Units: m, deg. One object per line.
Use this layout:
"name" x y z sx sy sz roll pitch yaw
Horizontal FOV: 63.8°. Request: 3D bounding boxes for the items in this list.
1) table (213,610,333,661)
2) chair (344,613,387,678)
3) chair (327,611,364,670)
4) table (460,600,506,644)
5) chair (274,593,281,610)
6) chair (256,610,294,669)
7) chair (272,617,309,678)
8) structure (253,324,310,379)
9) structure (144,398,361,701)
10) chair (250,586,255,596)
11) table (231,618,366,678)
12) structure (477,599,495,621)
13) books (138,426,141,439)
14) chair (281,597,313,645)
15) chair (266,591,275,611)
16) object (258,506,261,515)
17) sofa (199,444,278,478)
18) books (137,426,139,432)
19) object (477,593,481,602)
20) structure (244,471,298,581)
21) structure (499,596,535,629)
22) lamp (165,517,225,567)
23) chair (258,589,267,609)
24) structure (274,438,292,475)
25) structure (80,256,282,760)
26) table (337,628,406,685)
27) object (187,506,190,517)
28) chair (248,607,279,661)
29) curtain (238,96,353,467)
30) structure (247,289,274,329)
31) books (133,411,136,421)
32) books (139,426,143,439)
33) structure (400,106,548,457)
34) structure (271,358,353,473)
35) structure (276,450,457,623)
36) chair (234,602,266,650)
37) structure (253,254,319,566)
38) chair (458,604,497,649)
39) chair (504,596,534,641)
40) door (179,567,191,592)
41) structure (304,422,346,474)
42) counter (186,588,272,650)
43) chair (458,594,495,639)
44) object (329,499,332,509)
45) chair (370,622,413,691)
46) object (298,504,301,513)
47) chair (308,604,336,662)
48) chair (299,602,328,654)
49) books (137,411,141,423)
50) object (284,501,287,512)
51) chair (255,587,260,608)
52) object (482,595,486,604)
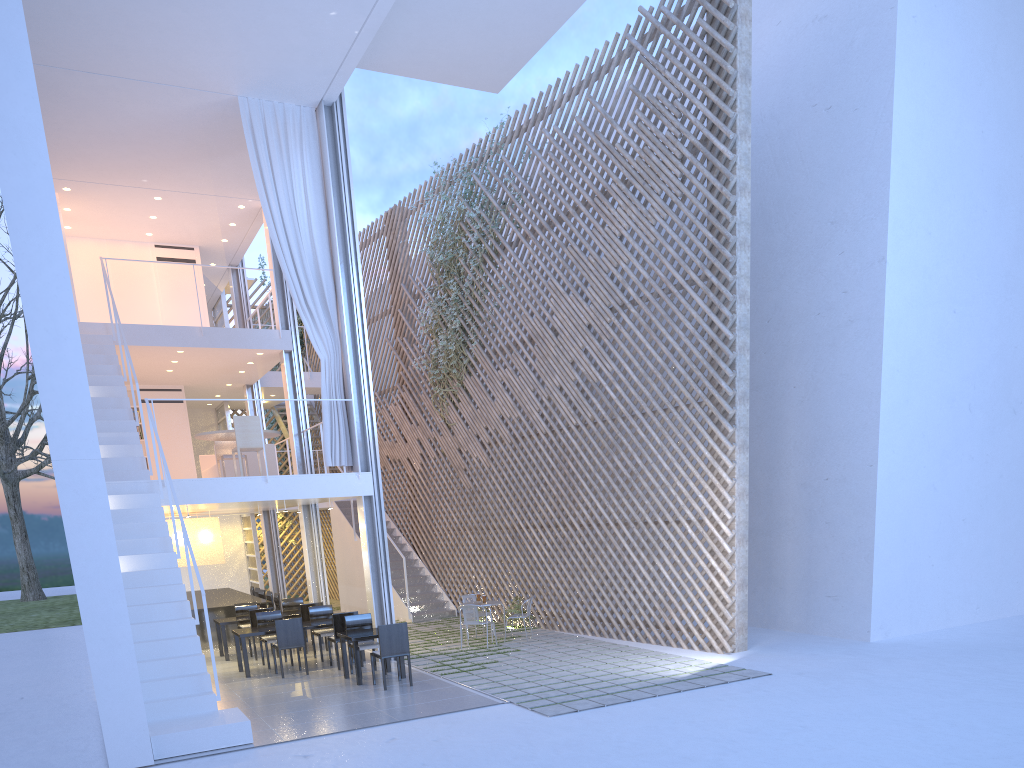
"table" -2.039 2.142 7.066 0.903 0.341 0.347 -1 0 -26
"chair" -1.021 1.826 5.741 0.188 0.456 0.231 -8 10 -27
"chair" -1.251 1.899 6.117 0.188 0.456 0.231 -8 10 -27
"table" -0.246 2.007 6.938 0.350 0.346 0.335 -3 2 25
"chair" -2.399 2.273 8.065 0.235 0.457 0.183 -7 10 -25
"chair" -1.831 1.971 6.348 0.188 0.456 0.231 -8 10 -27
"chair" -1.614 1.894 5.939 0.188 0.456 0.231 -8 10 -27
"structure" -2.307 -0.351 9.248 1.124 0.590 0.026 -1 11 -26
"structure" -1.349 0.900 5.092 1.340 1.859 1.414 -6 6 -27
"chair" -3.010 2.495 9.251 0.236 0.457 0.183 -7 10 -25
"table" -1.607 1.989 6.252 0.903 0.341 0.347 -1 0 -26
"structure" -0.273 2.255 8.186 0.263 0.270 0.258 -4 3 -20
"books" -3.927 0.518 8.665 0.011 0.151 0.084 -10 10 -29
"chair" -1.923 2.137 7.384 0.188 0.456 0.231 -8 10 -27
"chair" -2.551 2.328 8.361 0.234 0.457 0.184 -8 11 -28
"object" -2.130 1.063 6.923 0.029 0.082 0.027 -6 11 -16
"sofa" -2.479 0.779 7.433 0.492 0.378 0.983 -3 -5 -28
"books" -3.936 0.520 8.660 0.010 0.147 0.087 -10 9 -29
"object" -0.283 1.813 6.989 0.032 0.080 0.029 0 10 17
"structure" -3.210 2.052 11.290 1.121 2.080 0.279 -7 13 -25
"structure" 0.041 2.114 7.622 0.287 0.336 0.315 -7 4 -42
"lamp" -3.363 1.609 8.399 0.440 0.434 2.304 -5 -6 -28
"chair" -2.717 2.384 8.652 0.234 0.457 0.185 -8 11 -31
"structure" -2.336 0.877 8.408 0.027 0.569 1.699 -10 -2 -29
"structure" -1.887 0.408 5.518 1.691 3.432 3.616 -8 3 -28
"table" -0.952 1.847 5.601 0.353 0.344 0.347 -4 2 -27
"object" -2.271 0.893 5.763 0.029 0.082 0.027 -6 11 -16
"chair" -2.069 2.056 6.797 0.188 0.456 0.231 -8 10 -27
"curtain" -1.456 -0.629 5.640 0.501 2.521 0.093 -10 14 -28
"structure" -2.417 -0.525 8.093 0.027 0.569 1.699 -10 -2 -29
"books" -3.418 0.851 7.155 0.045 1.670 3.562 -7 -3 -18
"books" -3.914 0.519 8.673 0.019 0.151 0.081 -10 10 -29
"structure" -0.353 -0.739 7.617 0.715 2.830 2.334 -12 8 -37
"structure" -2.579 0.507 10.459 0.519 1.961 1.236 -11 10 -34
"structure" -1.677 1.622 9.005 1.151 2.035 1.944 -9 5 -34
"chair" -2.286 2.133 7.206 0.188 0.456 0.231 -8 10 -27
"structure" -3.234 0.485 11.877 1.085 4.702 3.242 -10 8 -31
"chair" -0.290 1.938 6.609 0.263 0.395 0.235 -1 7 18
"chair" 0.072 1.956 6.877 0.250 0.395 0.248 -2 7 13
"door" -3.701 1.967 8.094 0.475 1.200 5.480 -6 -7 -17
"structure" -1.482 0.574 6.799 0.027 0.569 1.697 -10 -2 -29
"counter" -3.176 2.434 8.655 0.803 0.382 2.517 -1 -8 -28
"chair" -0.331 2.037 7.236 0.257 0.395 0.241 -7 8 -27
"object" -2.513 1.427 6.680 1.647 0.842 1.840 -1 -5 -30
"chair" -0.788 1.743 5.302 0.188 0.456 0.231 -8 10 -27
"object" -1.832 1.066 7.069 0.029 0.082 0.027 -6 11 -16
"chair" -1.468 1.976 6.526 0.188 0.456 0.231 -8 10 -27
"chair" -1.706 2.060 6.976 0.188 0.456 0.231 -8 10 -27
"books" -3.391 0.854 7.159 0.038 1.678 3.585 -7 -3 -17
"object" -1.671 0.900 6.057 0.029 0.082 0.027 -6 11 -16
"chair" -2.857 2.439 8.955 0.234 0.457 0.184 -8 11 -29
"object" -0.230 1.781 6.805 0.032 0.080 0.029 0 10 17
